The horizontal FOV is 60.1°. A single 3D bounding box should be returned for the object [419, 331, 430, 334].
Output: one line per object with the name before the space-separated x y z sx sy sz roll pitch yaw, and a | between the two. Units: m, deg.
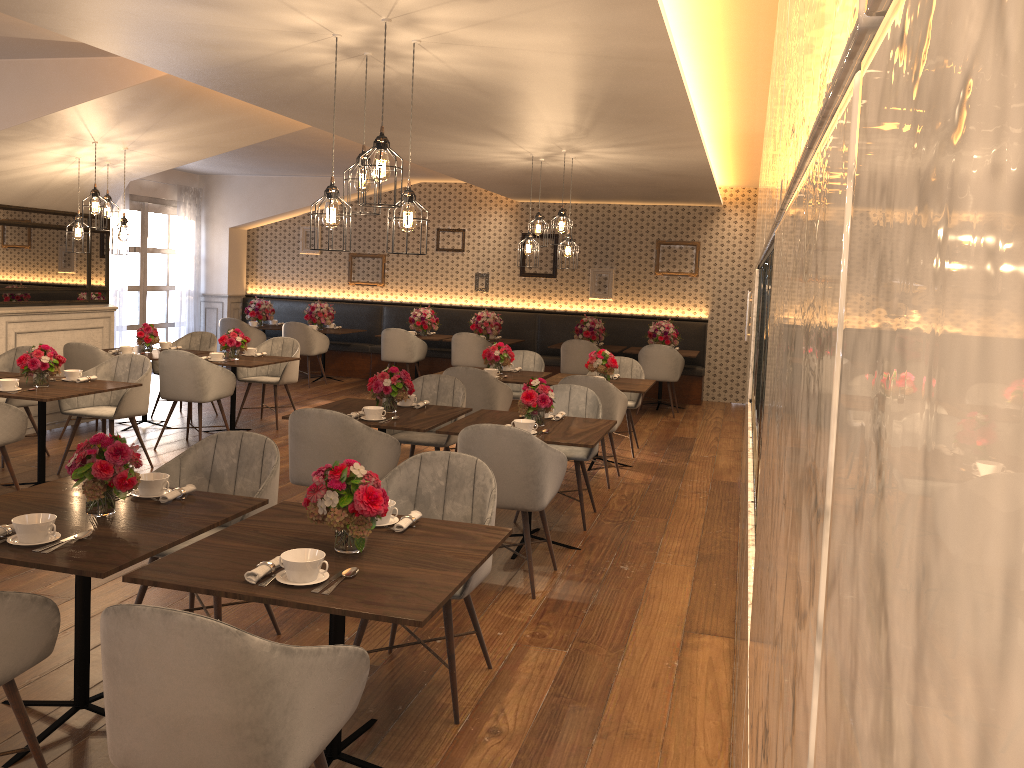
object | -1.232 -0.735 12.482 0.148 0.072 0.149 -1 7 -28

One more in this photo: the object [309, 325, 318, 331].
object | -2.754 -0.774 12.253 0.148 0.072 0.149 -1 7 -28

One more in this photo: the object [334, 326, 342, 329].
object | -2.523 -0.817 12.822 0.056 0.039 0.176 4 7 14

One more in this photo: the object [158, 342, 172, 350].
object | -3.444 -0.379 8.792 0.148 0.072 0.149 0 7 -18

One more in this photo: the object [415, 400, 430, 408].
object | -0.587 0.133 5.794 0.056 0.039 0.176 4 7 14

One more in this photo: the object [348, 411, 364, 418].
object | -0.929 0.184 5.255 0.056 0.039 0.176 4 7 14

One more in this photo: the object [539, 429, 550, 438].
object | 0.182 0.278 4.983 0.043 0.015 0.198 4 7 11

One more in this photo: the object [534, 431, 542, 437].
object | 0.150 0.281 4.999 0.022 0.004 0.211 4 7 14

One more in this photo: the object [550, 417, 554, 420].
object | 0.264 0.206 5.561 0.025 0.024 0.193 4 7 14

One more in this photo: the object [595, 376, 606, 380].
object | 0.707 -0.023 7.384 0.148 0.072 0.149 2 6 -8

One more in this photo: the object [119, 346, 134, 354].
object | -3.566 -0.311 8.196 0.148 0.072 0.149 0 7 -18

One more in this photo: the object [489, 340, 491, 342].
object | -0.304 -0.561 11.630 0.043 0.015 0.198 4 7 11

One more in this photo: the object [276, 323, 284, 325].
object | -3.418 -0.885 13.058 0.056 0.039 0.176 4 7 14

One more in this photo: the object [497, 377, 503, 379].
object | -0.100 -0.053 7.625 0.022 0.004 0.211 4 7 14

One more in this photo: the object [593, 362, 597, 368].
object | 0.724 -0.167 7.620 0.049 0.052 0.078 5 6 24

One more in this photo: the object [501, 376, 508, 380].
object | -0.068 -0.056 7.609 0.043 0.015 0.198 4 7 11

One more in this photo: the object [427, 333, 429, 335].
object | -1.159 -0.705 12.454 0.025 0.024 0.193 4 7 14

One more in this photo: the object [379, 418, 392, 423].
object | -0.737 0.213 5.233 0.022 0.004 0.211 4 7 14

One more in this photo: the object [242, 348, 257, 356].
object | -2.532 -0.309 8.552 0.148 0.072 0.149 0 7 -18

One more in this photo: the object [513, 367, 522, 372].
object | 0.051 -0.133 8.187 0.056 0.039 0.176 4 7 14

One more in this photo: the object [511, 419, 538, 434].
object | 0.069 0.243 4.992 0.148 0.072 0.149 2 6 -8

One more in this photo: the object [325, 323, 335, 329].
object | -2.632 -0.842 12.850 0.148 0.072 0.149 -1 7 -28

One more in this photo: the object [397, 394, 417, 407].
object | -0.696 0.108 5.822 0.148 0.072 0.149 2 6 -8

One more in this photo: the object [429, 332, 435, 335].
object | -1.123 -0.710 12.454 0.056 0.039 0.176 4 7 14

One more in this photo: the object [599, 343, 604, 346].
object | 1.193 -0.533 11.844 0.056 0.039 0.176 4 7 14

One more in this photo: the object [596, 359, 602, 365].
object | 0.745 -0.194 7.601 0.048 0.052 0.077 2 6 -6

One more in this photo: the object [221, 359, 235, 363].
object | -2.548 -0.207 7.950 0.043 0.015 0.198 5 7 18

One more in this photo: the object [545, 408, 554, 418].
object | 0.191 0.175 5.588 0.148 0.072 0.149 2 6 -8

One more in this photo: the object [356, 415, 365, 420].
object | -0.893 0.193 5.256 0.025 0.024 0.193 4 7 14

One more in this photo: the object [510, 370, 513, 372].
object | 0.015 -0.128 8.186 0.025 0.024 0.193 4 7 14

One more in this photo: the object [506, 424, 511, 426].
object | -0.042 0.252 5.021 0.056 0.039 0.176 4 7 14

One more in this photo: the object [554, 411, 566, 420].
object | 0.300 0.201 5.561 0.056 0.039 0.176 4 7 14

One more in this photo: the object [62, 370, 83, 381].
object | -3.129 -0.060 6.312 0.148 0.072 0.149 0 7 -18

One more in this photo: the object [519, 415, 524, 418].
object | 0.083 0.198 5.598 0.043 0.015 0.198 5 7 18

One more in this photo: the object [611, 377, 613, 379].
object | 0.902 -0.060 7.953 0.025 0.024 0.193 4 7 14

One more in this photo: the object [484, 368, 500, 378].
object | -0.180 -0.091 7.618 0.148 0.072 0.149 2 6 -8

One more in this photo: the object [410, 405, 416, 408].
object | -0.623 0.138 5.794 0.025 0.024 0.193 4 7 14

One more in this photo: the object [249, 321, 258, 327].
object | -3.649 -0.843 12.489 0.148 0.072 0.149 -1 7 -28

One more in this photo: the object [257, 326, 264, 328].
object | -3.544 -0.808 12.483 0.043 0.015 0.198 5 7 18

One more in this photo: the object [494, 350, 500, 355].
object | -0.140 -0.274 7.865 0.045 0.052 0.077 0 6 -23

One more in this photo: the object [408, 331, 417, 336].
object | -1.354 -0.667 11.885 0.148 0.072 0.149 -1 7 -28

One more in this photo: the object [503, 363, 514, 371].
object | -0.059 -0.159 8.214 0.148 0.072 0.149 2 6 -8

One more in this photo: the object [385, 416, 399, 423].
object | -0.705 0.211 5.217 0.043 0.015 0.198 4 7 11

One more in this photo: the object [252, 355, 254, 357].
object | -2.459 -0.278 8.525 0.025 0.024 0.193 4 7 14

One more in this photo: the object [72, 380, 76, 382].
object | -3.055 -0.029 6.285 0.025 0.024 0.193 4 7 14

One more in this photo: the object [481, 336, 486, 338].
object | -0.417 -0.596 11.638 0.148 0.072 0.149 -1 7 -28

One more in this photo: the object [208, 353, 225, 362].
object | -2.654 -0.241 7.956 0.148 0.072 0.149 0 7 -18

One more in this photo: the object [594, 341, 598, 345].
object | 1.084 -0.558 11.872 0.148 0.072 0.149 -1 7 -28

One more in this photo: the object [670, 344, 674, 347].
object | 2.051 -0.484 11.618 0.148 0.072 0.149 -2 8 -33

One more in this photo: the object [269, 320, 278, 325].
object | -3.527 -0.911 13.086 0.148 0.072 0.149 -1 7 -28

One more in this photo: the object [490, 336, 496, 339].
object | -0.295 -0.664 12.235 0.148 0.072 0.149 -1 7 -28

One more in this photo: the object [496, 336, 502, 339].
object | -0.186 -0.638 12.207 0.056 0.039 0.176 4 7 14

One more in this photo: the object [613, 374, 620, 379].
object | 0.938 -0.066 7.953 0.056 0.039 0.176 4 7 14

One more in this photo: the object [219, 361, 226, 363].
object | -2.573 -0.204 7.964 0.022 0.004 0.211 4 7 14
